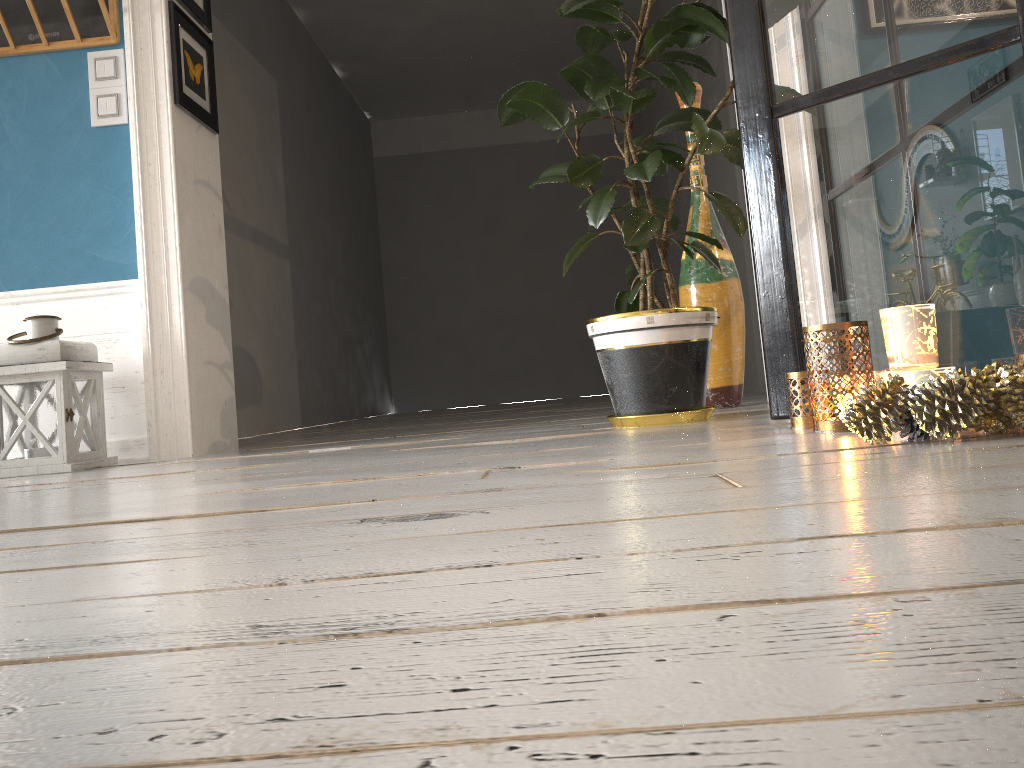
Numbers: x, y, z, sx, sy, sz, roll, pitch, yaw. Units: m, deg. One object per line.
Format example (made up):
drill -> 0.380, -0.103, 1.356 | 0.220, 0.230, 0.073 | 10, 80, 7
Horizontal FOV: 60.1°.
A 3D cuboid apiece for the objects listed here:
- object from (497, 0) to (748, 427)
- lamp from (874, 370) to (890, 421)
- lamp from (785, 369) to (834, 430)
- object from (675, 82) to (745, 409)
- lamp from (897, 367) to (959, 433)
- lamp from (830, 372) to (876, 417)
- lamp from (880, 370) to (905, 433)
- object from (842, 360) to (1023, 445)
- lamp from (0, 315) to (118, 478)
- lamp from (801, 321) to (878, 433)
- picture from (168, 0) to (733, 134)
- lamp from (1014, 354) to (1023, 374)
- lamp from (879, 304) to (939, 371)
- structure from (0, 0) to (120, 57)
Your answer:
object -> 0.393, -0.807, 0.876 | 1.011, 1.801, 3.885 | -5, -1, 2
lamp -> 0.689, 0.023, 1.562 | 0.080, 0.099, 0.081 | -8, -4, 43
lamp -> 0.574, 0.030, 1.704 | 0.084, 0.111, 0.084 | -4, -3, -22
object -> 0.663, -0.479, 3.038 | 0.216, 1.129, 0.214 | -5, -4, -3
lamp -> 0.630, 0.027, 1.334 | 0.080, 0.099, 0.081 | -8, -4, 43
lamp -> 0.634, 0.028, 1.635 | 0.080, 0.099, 0.081 | -8, -4, 43
lamp -> 0.641, 0.026, 1.425 | 0.080, 0.099, 0.081 | -8, -4, 43
object -> 0.826, 0.007, 1.254 | 0.717, 0.118, 0.191 | -5, -1, -9
lamp -> -1.425, 0.028, 2.707 | 0.287, 0.480, 0.285 | -5, -3, 1
lamp -> 0.578, -0.012, 1.557 | 0.115, 0.188, 0.114 | -5, -3, 1
picture -> -0.190, -1.401, 3.136 | 1.944, 0.756, 0.357 | -5, -4, 2
lamp -> 0.873, 0.002, 1.449 | 0.081, 0.107, 0.080 | -5, -3, 2
lamp -> 0.625, -0.072, 1.388 | 0.080, 0.099, 0.081 | -8, -4, 43
structure -> -1.609, -1.515, 2.943 | 0.495, 0.779, 0.184 | -5, -4, 2
